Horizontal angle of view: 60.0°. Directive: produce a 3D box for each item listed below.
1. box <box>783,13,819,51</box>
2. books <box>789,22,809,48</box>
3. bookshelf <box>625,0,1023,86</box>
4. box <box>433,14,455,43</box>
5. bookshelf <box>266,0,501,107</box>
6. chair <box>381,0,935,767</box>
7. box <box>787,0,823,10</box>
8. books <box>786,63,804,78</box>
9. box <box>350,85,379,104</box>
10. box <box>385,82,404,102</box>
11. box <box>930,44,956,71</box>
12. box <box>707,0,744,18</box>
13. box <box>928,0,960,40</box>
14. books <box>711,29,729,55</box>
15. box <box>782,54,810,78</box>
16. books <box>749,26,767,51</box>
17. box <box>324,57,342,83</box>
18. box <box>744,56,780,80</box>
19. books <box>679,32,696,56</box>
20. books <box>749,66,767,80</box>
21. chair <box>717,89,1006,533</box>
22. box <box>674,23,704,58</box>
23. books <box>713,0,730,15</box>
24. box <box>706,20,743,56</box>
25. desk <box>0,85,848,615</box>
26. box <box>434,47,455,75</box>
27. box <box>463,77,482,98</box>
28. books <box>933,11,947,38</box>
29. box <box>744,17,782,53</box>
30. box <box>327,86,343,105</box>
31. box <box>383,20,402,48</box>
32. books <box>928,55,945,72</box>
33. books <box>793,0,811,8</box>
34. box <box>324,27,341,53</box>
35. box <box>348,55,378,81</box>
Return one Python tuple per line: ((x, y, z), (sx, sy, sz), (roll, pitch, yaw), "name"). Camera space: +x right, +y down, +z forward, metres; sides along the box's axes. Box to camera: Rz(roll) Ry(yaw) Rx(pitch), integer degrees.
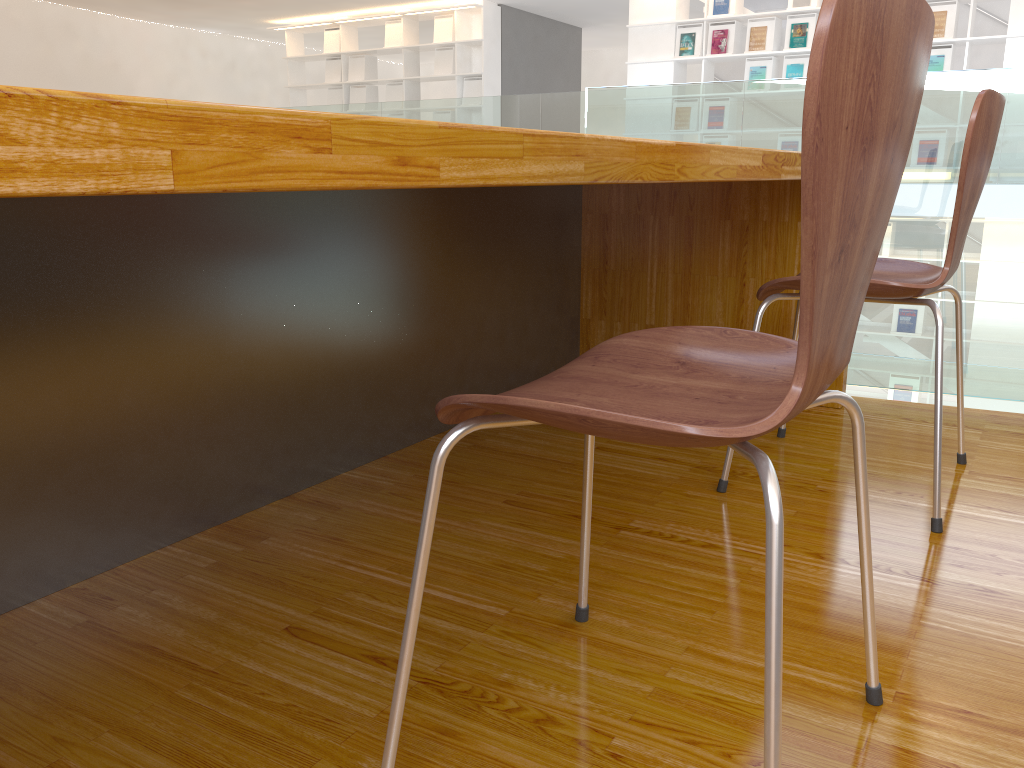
((2.532, -3.052, 7.727), (0.245, 0.296, 0.274), (8, 15, 30), "box")
((2.473, -3.001, 7.648), (0.145, 0.210, 0.037), (8, 15, 30), "books")
((2.722, -2.691, 7.690), (3.666, 1.836, 0.498), (8, 15, 30), "bookshelf")
((-0.695, -3.839, 9.639), (0.245, 0.296, 0.274), (8, 15, 30), "box")
((-1.520, -3.282, 10.205), (2.984, 1.836, 0.498), (8, 15, 30), "bookshelf")
((0.140, 0.033, 0.821), (0.381, 0.693, 0.428), (8, 15, 30), "chair")
((2.538, -3.372, 7.648), (0.245, 0.296, 0.274), (8, 15, 30), "box")
((2.462, -2.682, 7.734), (0.145, 0.210, 0.037), (8, 15, 30), "books")
((-1.751, -3.348, 10.418), (0.245, 0.296, 0.274), (8, 15, 30), "box")
((-1.292, -3.284, 10.145), (0.245, 0.296, 0.274), (8, 15, 30), "box")
((3.462, -2.603, 7.251), (0.245, 0.296, 0.274), (8, 15, 30), "box")
((1.932, -3.457, 8.008), (0.245, 0.296, 0.274), (8, 15, 30), "box")
((3.461, -2.923, 7.176), (0.245, 0.296, 0.274), (8, 15, 30), "box")
((1.875, -3.087, 8.007), (0.145, 0.210, 0.037), (8, 15, 30), "books")
((2.529, -2.733, 7.805), (0.245, 0.296, 0.274), (8, 15, 30), "box")
((2.171, -3.044, 7.831), (0.145, 0.210, 0.037), (8, 15, 30), "books")
((-2.060, -3.711, 10.525), (0.245, 0.296, 0.274), (8, 15, 30), "box")
((2.239, -2.774, 7.977), (0.245, 0.296, 0.274), (8, 15, 30), "box")
((1.615, -3.119, 8.163), (0.145, 0.210, 0.037), (8, 15, 30), "books")
((2.183, -2.718, 7.897), (0.145, 0.210, 0.037), (8, 15, 30), "books")
((0.645, -0.158, 1.628), (0.381, 0.693, 0.428), (8, 15, 30), "chair")
((1.672, -3.174, 8.238), (0.245, 0.296, 0.274), (8, 15, 30), "box")
((1.874, -3.407, 7.927), (0.145, 0.210, 0.037), (8, 15, 30), "books")
((1.938, -3.139, 8.094), (0.245, 0.296, 0.274), (8, 15, 30), "box")
((-0.530, 0.202, 1.197), (1.248, 1.022, 3.216), (8, 15, 30), "desk")
((-0.696, -3.520, 9.715), (0.245, 0.296, 0.274), (8, 15, 30), "box")
((-0.375, -3.156, 9.600), (0.245, 0.296, 0.274), (8, 15, 30), "box")
((3.394, -2.873, 7.105), (0.145, 0.210, 0.037), (8, 15, 30), "books")
((2.238, -3.094, 7.902), (0.245, 0.296, 0.274), (8, 15, 30), "box")
((-2.052, -3.389, 10.596), (0.245, 0.296, 0.274), (8, 15, 30), "box")
((-1.275, -3.921, 9.980), (0.245, 0.296, 0.274), (8, 15, 30), "box")
((3.406, -2.547, 7.171), (0.145, 0.210, 0.037), (8, 15, 30), "books")
((2.479, -3.322, 7.569), (0.145, 0.210, 0.037), (8, 15, 30), "books")
((-2.061, -4.030, 10.450), (0.245, 0.296, 0.274), (8, 15, 30), "box")
((-1.751, -3.667, 10.342), (0.245, 0.296, 0.274), (8, 15, 30), "box")
